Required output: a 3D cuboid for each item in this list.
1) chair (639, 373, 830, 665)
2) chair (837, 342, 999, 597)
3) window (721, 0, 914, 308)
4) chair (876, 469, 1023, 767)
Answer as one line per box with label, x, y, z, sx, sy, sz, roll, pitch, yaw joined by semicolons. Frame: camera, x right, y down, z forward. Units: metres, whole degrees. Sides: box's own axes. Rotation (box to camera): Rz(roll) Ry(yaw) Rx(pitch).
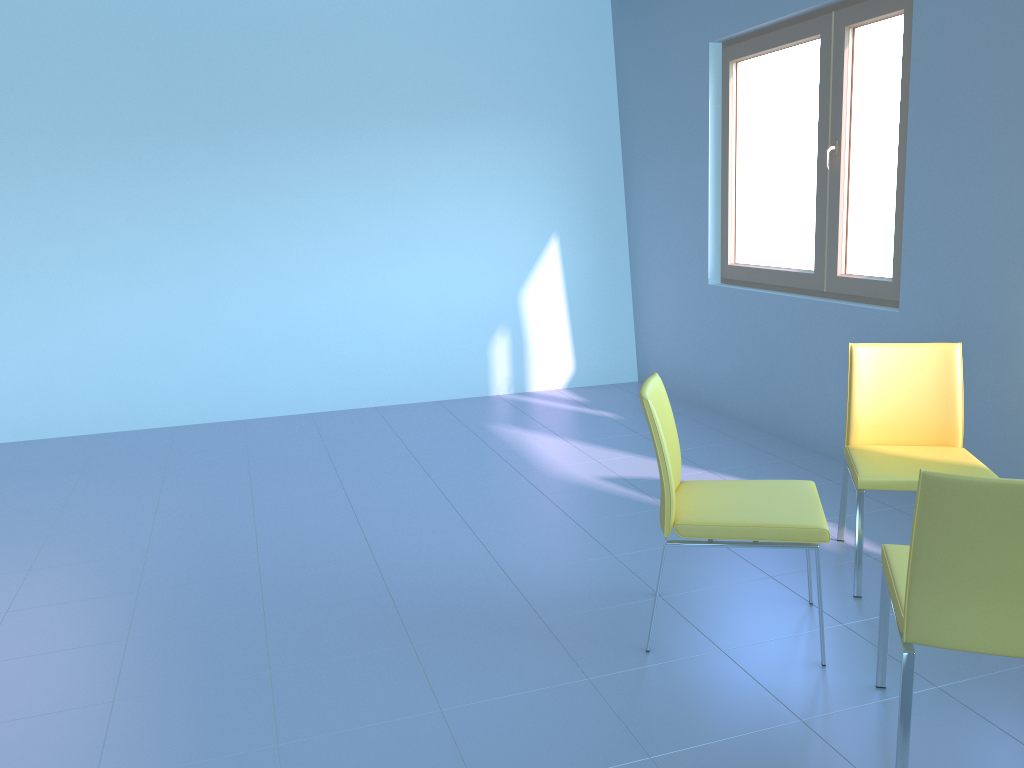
chair;0.604;0.343;2.453;0.484;0.695;0.387;0;12;13
chair;1.253;0.249;2.777;0.387;0.695;0.484;0;12;13
window;1.354;-1.044;4.104;0.142;1.263;1.475;-6;12;-17
chair;0.989;0.457;1.833;0.387;0.699;0.484;1;12;18
